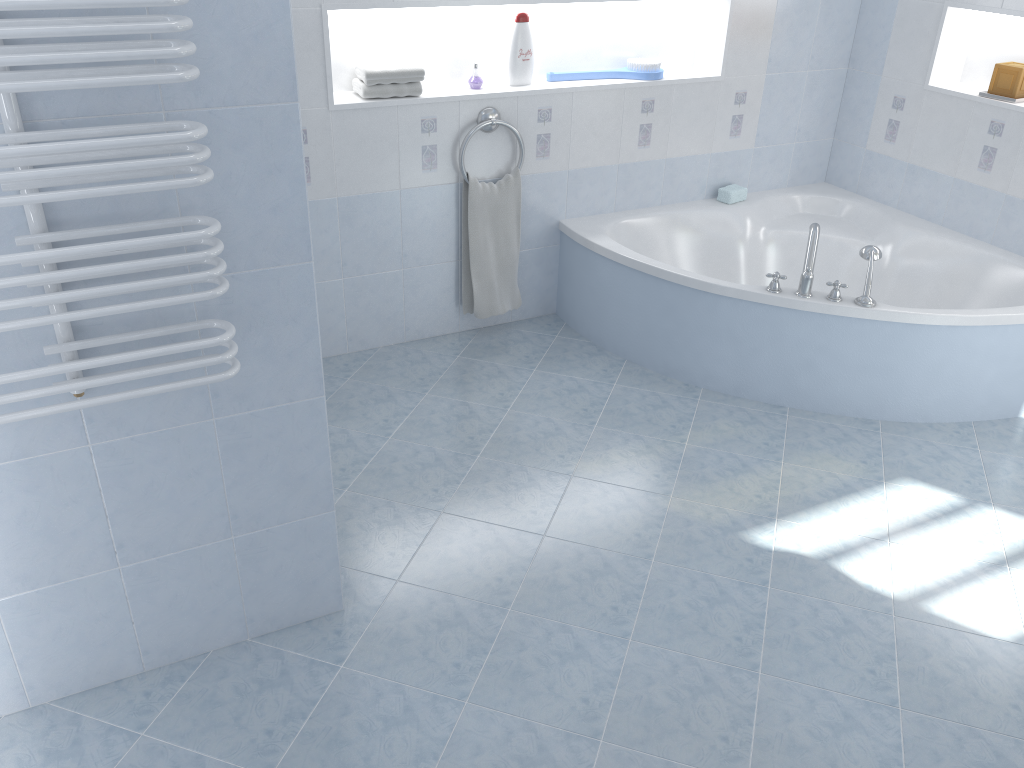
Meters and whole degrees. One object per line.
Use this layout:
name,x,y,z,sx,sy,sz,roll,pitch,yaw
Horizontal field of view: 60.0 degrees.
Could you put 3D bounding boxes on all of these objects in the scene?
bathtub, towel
bathtub,1.241,-0.413,3.664,1.578,0.670,1.596,-13,32,-24
towel,-0.072,-0.582,3.706,0.280,0.634,0.101,-14,33,-26
towel,-0.471,-1.124,3.352,0.232,0.060,0.162,-11,32,-22
towel,-0.461,-1.172,3.332,0.232,0.062,0.163,-11,32,-22

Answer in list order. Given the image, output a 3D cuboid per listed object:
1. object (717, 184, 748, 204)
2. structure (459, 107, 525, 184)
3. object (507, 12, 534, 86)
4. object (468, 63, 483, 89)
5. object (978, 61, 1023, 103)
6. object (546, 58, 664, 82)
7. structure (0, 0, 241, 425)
object,1.036,-0.892,4.168,0.128,0.059,0.081,-21,37,-35
structure,-0.083,-0.932,3.539,0.291,0.332,0.051,-13,32,-24
object,0.037,-1.338,3.547,0.134,0.276,0.063,-20,36,-34
object,-0.143,-1.214,3.497,0.059,0.094,0.059,-16,34,-29
object,2.043,-1.235,3.619,0.160,0.130,0.160,-16,34,-29
object,0.392,-1.345,3.789,0.534,0.065,0.172,-5,30,-12
structure,-0.792,-0.385,1.527,0.524,0.950,0.138,-13,32,-24
